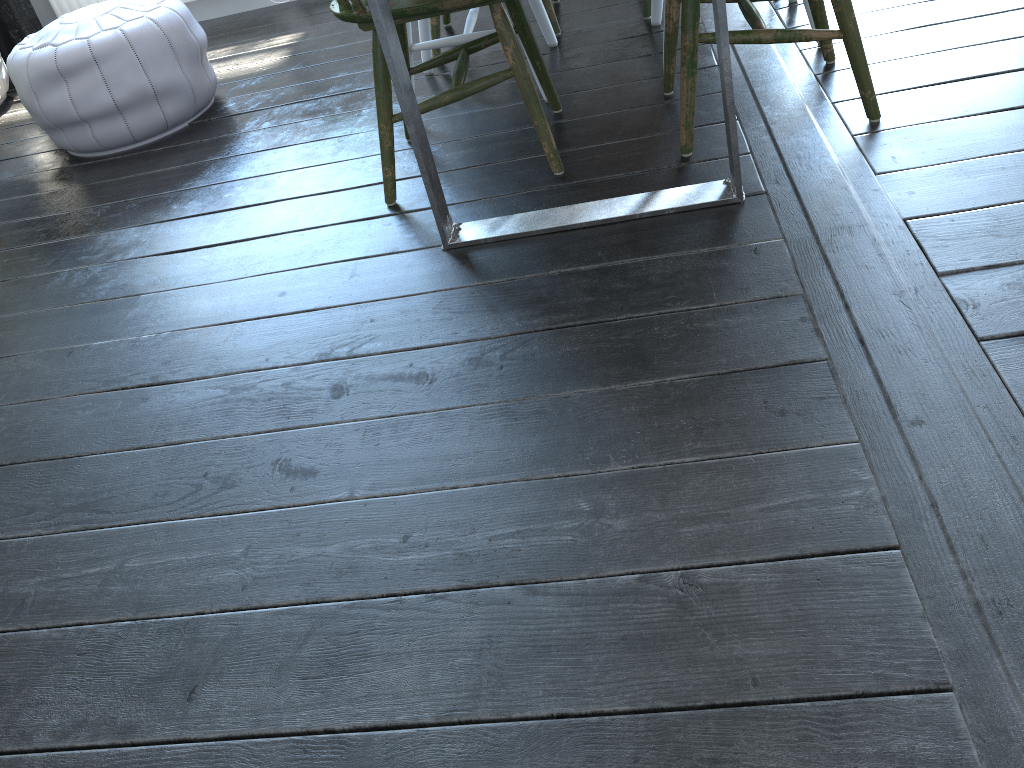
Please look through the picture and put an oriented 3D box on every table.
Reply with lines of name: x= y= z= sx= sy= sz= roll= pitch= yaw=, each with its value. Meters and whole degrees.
table: x=0.190 y=-1.263 z=2.419 sx=1.015 sy=0.680 sz=2.356 roll=-8 pitch=37 yaw=10

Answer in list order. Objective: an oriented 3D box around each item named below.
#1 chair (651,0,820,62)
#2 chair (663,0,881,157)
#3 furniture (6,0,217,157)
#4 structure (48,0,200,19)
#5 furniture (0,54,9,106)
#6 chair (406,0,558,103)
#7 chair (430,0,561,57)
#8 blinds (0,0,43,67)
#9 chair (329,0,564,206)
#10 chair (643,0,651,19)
chair: x=0.569 y=-1.299 z=2.236 sx=0.508 sy=0.798 sz=0.493 roll=-8 pitch=36 yaw=10
chair: x=0.525 y=-0.967 z=1.837 sx=0.484 sy=0.784 sz=0.494 roll=-9 pitch=36 yaw=9
furniture: x=-1.309 y=-1.040 z=2.932 sx=0.613 sy=0.398 sz=0.644 roll=-11 pitch=36 yaw=5
structure: x=-1.627 y=-1.930 z=3.853 sx=1.061 sy=0.596 sz=0.077 roll=-8 pitch=35 yaw=10
furniture: x=-2.387 y=-1.199 z=3.495 sx=0.677 sy=0.363 sz=0.718 roll=-8 pitch=37 yaw=10
chair: x=-0.210 y=-1.190 z=2.365 sx=0.508 sy=0.798 sz=0.493 roll=-8 pitch=36 yaw=10
chair: x=-0.163 y=-1.509 z=2.773 sx=0.484 sy=0.784 sz=0.494 roll=-9 pitch=36 yaw=9
blinds: x=-2.764 y=-2.520 z=3.250 sx=0.802 sy=2.818 sz=0.118 roll=-10 pitch=35 yaw=9
chair: x=-0.200 y=-0.873 z=1.964 sx=0.484 sy=0.784 sz=0.494 roll=-9 pitch=36 yaw=9
chair: x=0.563 y=-1.604 z=2.645 sx=0.484 sy=0.784 sz=0.494 roll=-9 pitch=36 yaw=9
